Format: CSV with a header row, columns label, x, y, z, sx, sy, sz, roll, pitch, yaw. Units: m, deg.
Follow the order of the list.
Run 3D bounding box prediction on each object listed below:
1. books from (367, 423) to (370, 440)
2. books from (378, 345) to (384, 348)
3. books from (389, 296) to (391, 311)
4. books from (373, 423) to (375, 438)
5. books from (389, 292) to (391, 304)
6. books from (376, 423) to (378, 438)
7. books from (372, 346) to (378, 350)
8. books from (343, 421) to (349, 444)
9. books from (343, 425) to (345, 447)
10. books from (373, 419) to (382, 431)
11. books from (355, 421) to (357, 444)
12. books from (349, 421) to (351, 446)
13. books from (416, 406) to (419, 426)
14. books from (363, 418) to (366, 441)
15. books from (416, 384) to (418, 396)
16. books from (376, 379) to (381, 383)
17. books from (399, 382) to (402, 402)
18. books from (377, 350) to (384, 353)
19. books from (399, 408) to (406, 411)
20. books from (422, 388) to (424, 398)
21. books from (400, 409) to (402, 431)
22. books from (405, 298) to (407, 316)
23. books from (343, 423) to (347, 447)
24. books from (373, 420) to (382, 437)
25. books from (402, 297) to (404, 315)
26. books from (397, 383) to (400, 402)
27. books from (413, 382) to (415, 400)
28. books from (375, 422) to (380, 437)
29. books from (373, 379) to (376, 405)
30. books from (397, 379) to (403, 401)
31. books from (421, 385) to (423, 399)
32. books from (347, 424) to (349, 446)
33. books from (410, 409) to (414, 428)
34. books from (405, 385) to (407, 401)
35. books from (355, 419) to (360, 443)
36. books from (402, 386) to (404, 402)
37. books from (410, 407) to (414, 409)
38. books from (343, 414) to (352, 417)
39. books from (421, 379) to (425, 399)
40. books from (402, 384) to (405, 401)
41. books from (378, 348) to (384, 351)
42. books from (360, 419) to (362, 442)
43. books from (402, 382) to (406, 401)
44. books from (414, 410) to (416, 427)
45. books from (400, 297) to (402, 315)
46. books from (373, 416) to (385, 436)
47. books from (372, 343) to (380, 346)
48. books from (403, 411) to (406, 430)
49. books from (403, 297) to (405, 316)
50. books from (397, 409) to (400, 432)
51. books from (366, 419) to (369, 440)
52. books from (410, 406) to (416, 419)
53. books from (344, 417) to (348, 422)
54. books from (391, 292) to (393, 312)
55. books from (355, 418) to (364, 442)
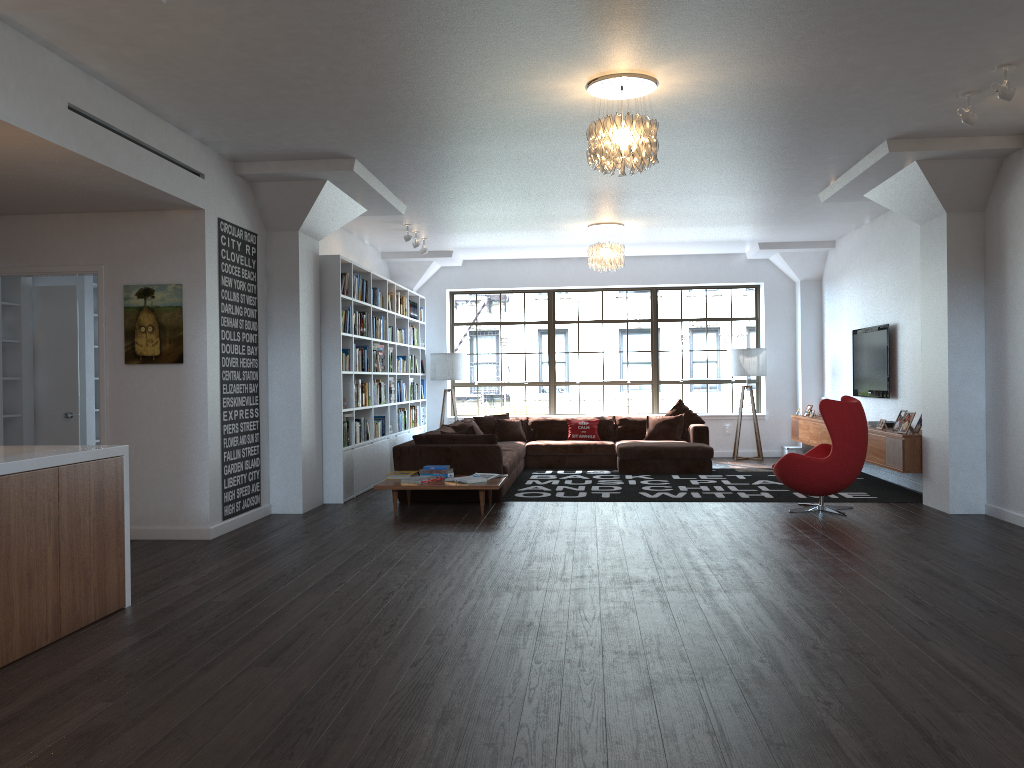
label,x,y,z,sx,sy,sz,roll,pitch,yaw
books,-1.652,0.517,9.764,0.161,0.207,0.135,-1,0,4
books,-1.614,-0.445,10.506,0.129,0.043,0.185,-1,0,19
books,-1.573,-0.989,10.885,0.161,0.207,0.130,-1,0,4
books,-1.625,0.529,10.069,0.128,0.178,0.022,-1,0,5
books,-1.578,-1.012,10.967,0.160,0.251,0.031,-1,0,5
books,-1.608,0.534,10.217,0.120,0.167,0.020,-1,0,5
books,-1.642,-0.408,10.098,0.174,0.045,0.240,-1,0,4
books,-1.735,0.499,8.940,0.183,0.253,0.042,-1,0,5
books,-1.739,0.515,8.785,0.161,0.223,0.032,-1,0,5
books,-1.602,0.515,10.407,0.146,0.202,0.027,-1,0,5
books,-1.707,0.508,9.269,0.176,0.231,0.053,-1,0,5
books,-1.727,0.499,9.023,0.180,0.251,0.048,-1,0,5
books,-1.418,0.457,12.606,0.176,0.290,0.053,-1,0,5
books,-1.672,0.495,9.618,0.183,0.253,0.042,-1,0,5
books,-1.422,0.111,12.560,0.168,0.228,0.139,-1,0,5
books,-1.613,0.093,10.347,0.176,0.290,0.036,-1,0,4
books,-1.512,0.106,11.380,0.182,0.253,0.098,-1,0,5
books,-1.640,-0.385,10.520,0.223,0.027,0.161,-1,0,-6
books,-1.490,0.463,11.717,0.176,0.290,0.036,-1,0,4
books,-1.383,0.118,12.939,0.161,0.213,0.146,-1,0,5
books,-1.511,0.465,11.445,0.176,0.290,0.053,-1,0,4
books,-1.497,-1.020,11.822,0.183,0.253,0.034,-1,0,5
books,-1.734,0.506,8.828,0.174,0.240,0.054,-1,0,5
books,-1.599,0.521,10.374,0.139,0.191,0.036,-1,0,5
books,-1.515,-1.018,11.653,0.183,0.253,0.034,-1,0,5
books,-1.523,0.111,11.294,0.174,0.243,0.085,-1,0,5
books,-1.441,0.099,12.337,0.183,0.253,0.042,-1,0,5
books,-1.602,0.530,10.318,0.126,0.173,0.032,-1,0,5
books,-1.634,0.095,10.076,0.176,0.290,0.053,-1,0,4
books,-1.520,0.087,11.485,0.197,0.290,0.136,-1,0,5
books,-1.382,0.117,12.889,0.161,0.213,0.118,-1,0,5
books,-1.723,0.514,8.903,0.161,0.223,0.032,-1,0,5
books,-1.444,0.477,12.217,0.183,0.253,0.037,-1,0,5
books,-1.482,0.119,11.760,0.161,0.222,0.084,-1,0,5
books,-1.697,0.495,9.380,0.183,0.253,0.042,-1,0,5
books,-1.510,0.086,11.547,0.176,0.293,0.125,-1,0,5
books,-1.456,0.462,12.277,0.198,0.284,0.066,-1,0,5
books,-1.732,0.314,8.855,0.223,0.027,0.161,-1,0,14
books,-1.374,0.077,13.040,0.176,0.290,0.053,-1,0,5
books,-1.497,0.109,11.634,0.174,0.242,0.105,-1,0,5
books,-1.620,-0.411,10.510,0.144,0.024,0.208,-1,0,10
books,-1.687,0.499,9.453,0.171,0.246,0.039,-1,0,5
books,-1.496,0.105,11.687,0.170,0.251,0.118,-1,0,5
books,-1.438,0.480,12.337,0.189,0.247,0.057,-1,0,5
books,-1.520,-1.014,11.571,0.171,0.246,0.057,-1,0,5
books,-1.585,0.499,10.600,0.140,0.231,0.042,-1,0,5
books,-1.636,-0.445,10.075,0.223,0.027,0.161,-1,0,14
books,-1.484,0.482,11.682,0.183,0.253,0.034,-1,0,4
books,-1.508,-1.018,11.686,0.183,0.253,0.034,-1,0,5
books,-1.528,0.468,11.336,0.198,0.284,0.066,-1,0,4
books,-1.665,0.503,9.708,0.174,0.236,0.142,-1,0,4
books,-1.416,0.454,12.386,0.140,0.298,0.044,-1,0,5
books,-1.738,0.351,8.878,0.174,0.045,0.240,-1,0,-6
books,-1.568,-1.012,11.032,0.160,0.251,0.039,-1,0,5
books,-1.685,0.492,9.532,0.180,0.259,0.042,-1,0,5
